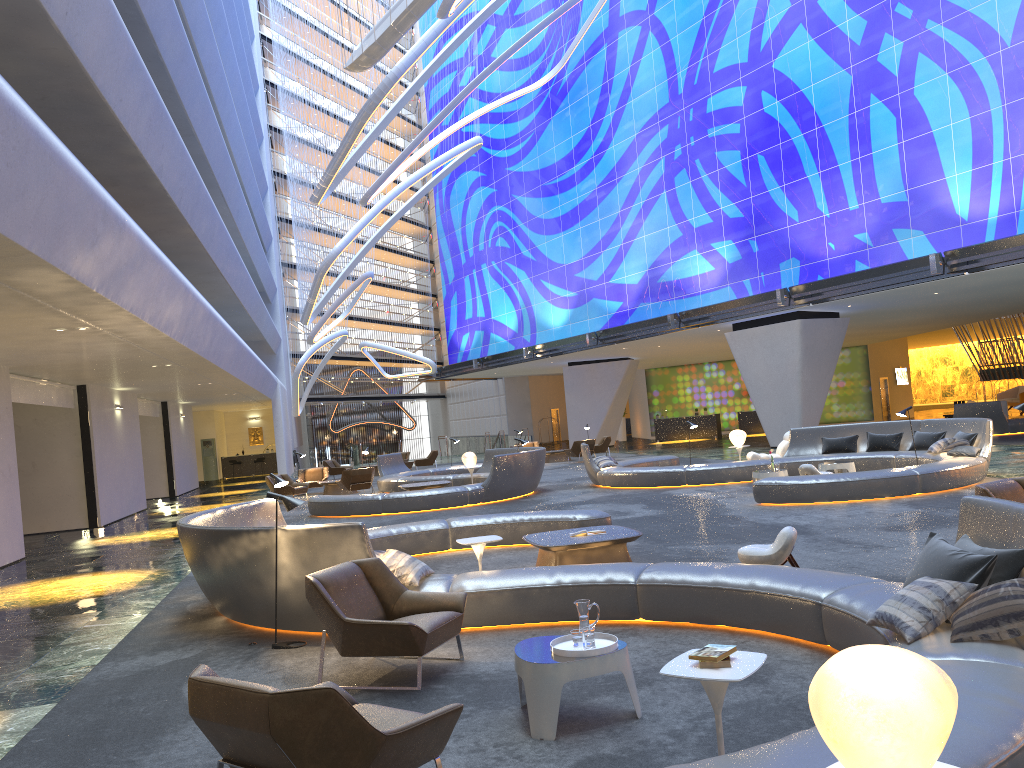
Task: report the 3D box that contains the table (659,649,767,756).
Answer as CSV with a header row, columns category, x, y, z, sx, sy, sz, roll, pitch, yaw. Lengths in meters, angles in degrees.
category,x,y,z,sx,sy,sz,roll,pitch,yaw
table,0.869,1.483,3.771,0.428,0.595,0.417,-6,-1,32

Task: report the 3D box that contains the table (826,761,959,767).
category,x,y,z,sx,sy,sz,roll,pitch,yaw
table,1.095,1.423,2.523,0.417,0.595,0.428,-4,-1,-38

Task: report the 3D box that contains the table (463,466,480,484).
category,x,y,z,sx,sy,sz,roll,pitch,yaw
table,-0.972,2.347,21.782,0.417,0.595,0.428,-5,-1,-13

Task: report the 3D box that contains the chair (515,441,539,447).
category,x,y,z,sx,sy,sz,roll,pitch,yaw
chair,0.619,2.595,33.544,0.929,0.766,0.939,-5,-1,-6

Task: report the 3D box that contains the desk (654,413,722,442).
category,x,y,z,sx,sy,sz,roll,pitch,yaw
desk,8.297,2.071,41.868,2.981,1.097,0.813,-6,-1,27

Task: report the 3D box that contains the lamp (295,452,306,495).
category,x,y,z,sx,sy,sz,roll,pitch,yaw
lamp,-6.291,2.665,26.434,0.384,1.300,0.202,-5,0,6

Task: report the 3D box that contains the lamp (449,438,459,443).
category,x,y,z,sx,sy,sz,roll,pitch,yaw
lamp,-1.758,2.294,27.296,0.384,1.300,0.202,-5,0,6

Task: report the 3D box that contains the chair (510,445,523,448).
category,x,y,z,sx,sy,sz,roll,pitch,yaw
chair,0.474,2.510,31.011,0.940,0.766,0.929,-6,-2,21

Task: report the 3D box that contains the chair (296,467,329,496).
category,x,y,z,sx,sy,sz,roll,pitch,yaw
chair,-5.924,2.903,26.446,0.929,0.766,0.939,-5,-1,-6

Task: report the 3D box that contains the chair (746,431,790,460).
category,x,y,z,sx,sy,sz,roll,pitch,yaw
chair,5.873,1.537,19.852,1.157,0.882,0.729,-5,-1,7

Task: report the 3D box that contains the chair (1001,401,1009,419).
category,x,y,z,sx,sy,sz,roll,pitch,yaw
chair,15.655,1.010,28.727,0.730,0.882,1.156,-6,-2,32

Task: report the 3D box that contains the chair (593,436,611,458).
category,x,y,z,sx,sy,sz,roll,pitch,yaw
chair,3.131,2.322,32.273,0.938,0.766,0.930,-5,-1,-3

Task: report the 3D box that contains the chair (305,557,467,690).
category,x,y,z,sx,sy,sz,roll,pitch,yaw
chair,-0.884,1.669,6.262,0.940,0.766,0.929,-6,-2,21

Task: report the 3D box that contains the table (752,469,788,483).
category,x,y,z,sx,sy,sz,roll,pitch,yaw
table,4.471,1.732,15.547,0.672,0.406,0.672,-7,-2,40

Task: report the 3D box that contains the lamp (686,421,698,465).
category,x,y,z,sx,sy,sz,roll,pitch,yaw
lamp,4.234,1.506,20.761,0.201,1.300,0.385,-5,0,-36

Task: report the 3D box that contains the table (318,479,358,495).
category,x,y,z,sx,sy,sz,roll,pitch,yaw
table,-4.927,2.951,25.334,1.202,0.392,1.204,-5,-2,-12

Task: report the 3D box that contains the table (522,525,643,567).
category,x,y,z,sx,sy,sz,roll,pitch,yaw
table,0.763,1.834,9.621,1.202,0.392,1.204,-5,-2,-11

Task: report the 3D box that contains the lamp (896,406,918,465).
category,x,y,z,sx,sy,sz,roll,pitch,yaw
lamp,7.269,1.060,16.236,0.384,1.300,0.202,-5,0,-19

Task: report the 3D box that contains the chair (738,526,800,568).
category,x,y,z,sx,sy,sz,roll,pitch,yaw
chair,2.401,1.586,8.232,0.587,0.501,0.490,-6,-1,23

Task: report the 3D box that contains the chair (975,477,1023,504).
category,x,y,z,sx,sy,sz,roll,pitch,yaw
chair,4.654,1.231,7.696,0.928,0.766,0.940,-4,-2,-33

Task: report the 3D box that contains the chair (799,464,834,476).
category,x,y,z,sx,sy,sz,roll,pitch,yaw
chair,5.609,1.589,15.665,0.586,0.501,1.782,-6,-2,42

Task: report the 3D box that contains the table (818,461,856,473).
category,x,y,z,sx,sy,sz,roll,pitch,yaw
table,5.869,1.630,16.121,0.673,0.406,0.671,-5,-2,8

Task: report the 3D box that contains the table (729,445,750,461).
category,x,y,z,sx,sy,sz,roll,pitch,yaw
table,5.289,1.742,20.573,0.417,0.595,0.428,-4,-1,-38

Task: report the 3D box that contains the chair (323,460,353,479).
category,x,y,z,sx,sy,sz,roll,pitch,yaw
chair,-6.550,3.228,33.387,0.939,0.766,0.929,-5,-1,13

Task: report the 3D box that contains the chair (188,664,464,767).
category,x,y,z,sx,sy,sz,roll,pitch,yaw
chair,-0.830,1.573,3.908,0.931,0.766,0.937,-6,-2,38

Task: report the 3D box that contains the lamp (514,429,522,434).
category,x,y,z,sx,sy,sz,roll,pitch,yaw
lamp,0.252,2.357,33.531,0.384,1.300,0.202,-5,0,6

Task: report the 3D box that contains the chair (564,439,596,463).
category,x,y,z,sx,sy,sz,roll,pitch,yaw
chair,2.408,2.326,30.715,0.928,0.766,0.940,-4,-2,-28

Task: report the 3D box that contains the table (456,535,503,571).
category,x,y,z,sx,sy,sz,roll,pitch,yaw
table,-0.289,1.766,8.398,0.417,0.595,0.428,-5,-1,-15

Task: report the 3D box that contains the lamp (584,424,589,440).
category,x,y,z,sx,sy,sz,roll,pitch,yaw
lamp,2.673,2.043,31.008,0.202,1.300,0.384,-5,0,5

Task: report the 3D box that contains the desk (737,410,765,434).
category,x,y,z,sx,sy,sz,roll,pitch,yaw
desk,12.115,1.707,41.249,2.981,1.097,0.813,-6,-1,25

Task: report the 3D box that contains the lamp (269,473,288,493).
category,x,y,z,sx,sy,sz,roll,pitch,yaw
lamp,-2.944,1.777,11.253,0.384,1.300,0.201,-5,0,38

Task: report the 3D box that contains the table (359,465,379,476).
category,x,y,z,sx,sy,sz,roll,pitch,yaw
table,-5.173,3.309,33.969,1.203,0.392,1.203,-5,-2,6

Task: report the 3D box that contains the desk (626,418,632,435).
category,x,y,z,sx,sy,sz,roll,pitch,yaw
desk,7.289,2.782,57.853,2.981,1.097,0.813,-6,-1,27

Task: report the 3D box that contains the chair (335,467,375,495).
category,x,y,z,sx,sy,sz,roll,pitch,yaw
chair,-4.135,2.633,23.618,0.928,0.766,0.940,-4,-2,-28

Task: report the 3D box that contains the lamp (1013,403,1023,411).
category,x,y,z,sx,sy,sz,roll,pitch,yaw
lamp,8.177,0.892,14.001,0.384,1.300,0.201,-5,0,32

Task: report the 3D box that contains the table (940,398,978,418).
category,x,y,z,sx,sy,sz,roll,pitch,yaw
table,20.516,1.109,40.592,1.244,0.727,2.304,-6,-2,36

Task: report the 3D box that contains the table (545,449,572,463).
category,x,y,z,sx,sy,sz,roll,pitch,yaw
table,1.616,2.644,32.431,1.202,0.392,1.204,-5,-2,-11

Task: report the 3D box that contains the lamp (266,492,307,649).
category,x,y,z,sx,sy,sz,roll,pitch,yaw
lamp,-1.852,1.527,7.346,0.384,1.300,0.202,-5,0,-12

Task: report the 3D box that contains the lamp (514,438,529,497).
category,x,y,z,sx,sy,sz,roll,pitch,yaw
lamp,0.230,1.806,19.292,0.384,1.300,0.202,-5,0,6

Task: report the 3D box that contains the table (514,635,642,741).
category,x,y,z,sx,sy,sz,roll,pitch,yaw
table,0.347,1.693,5.064,0.670,0.406,0.674,-5,-2,-15

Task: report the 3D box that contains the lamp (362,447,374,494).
category,x,y,z,sx,sy,sz,roll,pitch,yaw
lamp,-3.870,2.351,23.911,0.202,1.300,0.384,-5,0,5

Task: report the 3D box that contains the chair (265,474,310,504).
category,x,y,z,sx,sy,sz,roll,pitch,yaw
chair,-6.069,2.817,23.914,0.940,0.766,0.929,-6,-2,21

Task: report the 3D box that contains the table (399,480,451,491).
category,x,y,z,sx,sy,sz,roll,pitch,yaw
table,-1.999,2.503,20.503,1.202,0.392,1.204,-5,-2,-11
